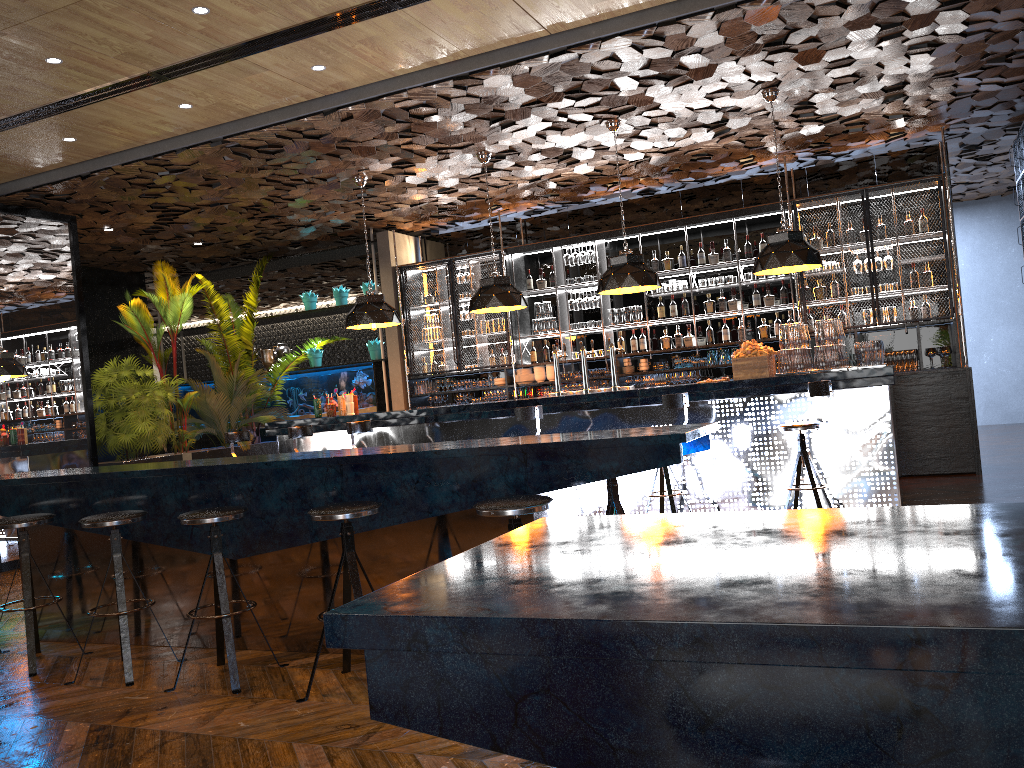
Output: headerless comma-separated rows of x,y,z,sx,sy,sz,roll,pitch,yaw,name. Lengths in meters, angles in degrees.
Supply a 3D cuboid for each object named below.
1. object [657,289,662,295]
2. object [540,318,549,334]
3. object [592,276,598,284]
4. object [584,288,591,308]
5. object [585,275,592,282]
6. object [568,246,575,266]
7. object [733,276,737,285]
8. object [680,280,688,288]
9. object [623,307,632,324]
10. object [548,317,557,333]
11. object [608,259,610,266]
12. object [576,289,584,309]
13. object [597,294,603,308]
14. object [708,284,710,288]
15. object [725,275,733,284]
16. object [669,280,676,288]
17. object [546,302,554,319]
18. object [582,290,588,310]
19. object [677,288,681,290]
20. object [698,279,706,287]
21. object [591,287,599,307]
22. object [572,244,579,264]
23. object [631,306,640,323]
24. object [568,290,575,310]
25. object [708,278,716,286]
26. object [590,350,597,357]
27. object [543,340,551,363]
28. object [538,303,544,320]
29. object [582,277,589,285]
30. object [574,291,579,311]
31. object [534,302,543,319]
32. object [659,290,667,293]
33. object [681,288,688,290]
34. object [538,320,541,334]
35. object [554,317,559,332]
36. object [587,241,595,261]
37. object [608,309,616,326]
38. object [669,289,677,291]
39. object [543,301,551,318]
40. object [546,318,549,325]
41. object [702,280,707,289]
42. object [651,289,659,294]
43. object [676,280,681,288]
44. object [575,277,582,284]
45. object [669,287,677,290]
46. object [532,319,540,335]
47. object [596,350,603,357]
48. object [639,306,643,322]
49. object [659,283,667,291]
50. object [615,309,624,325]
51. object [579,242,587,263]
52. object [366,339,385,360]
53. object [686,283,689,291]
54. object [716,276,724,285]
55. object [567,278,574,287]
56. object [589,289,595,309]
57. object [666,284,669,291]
1.813,-1.143,10.860,0.089,0.092,0.089,-5,-1,-4,object
0.412,-0.738,11.381,0.105,0.209,0.105,-5,-1,-21,object
1.054,-1.313,11.205,0.089,0.092,0.089,-5,-1,-8,object
0.934,-1.069,11.046,0.092,0.244,0.092,-5,-1,-15,object
0.951,-1.305,11.049,0.089,0.092,0.089,-5,-1,-8,object
0.758,-1.625,11.288,0.092,0.244,0.092,-5,-1,-15,object
2.623,-1.223,10.494,0.089,0.092,0.089,-5,-1,-2,object
2.051,-1.188,10.575,0.089,0.092,0.089,-6,-1,15,object
1.422,-0.838,10.897,0.105,0.209,0.105,-5,-1,-21,object
0.511,-0.748,11.322,0.105,0.209,0.105,-5,-1,-21,object
1.228,-1.418,11.005,0.123,0.279,0.123,-6,-1,13,object
0.844,-1.060,11.086,0.092,0.244,0.092,-5,-1,-15,object
1.095,-1.083,11.154,0.092,0.244,0.092,-5,-1,-15,object
2.390,-1.200,10.608,0.089,0.092,0.089,-5,-1,-27,object
2.544,-1.217,10.376,0.089,0.092,0.089,-5,-1,-22,object
1.929,-1.204,10.661,0.089,0.092,0.089,-6,-1,20,object
0.478,-0.953,11.452,0.105,0.209,0.105,-5,-1,-21,object
0.911,-1.065,11.237,0.092,0.244,0.092,-5,-1,-15,object
2.010,-1.184,10.784,0.089,0.092,0.089,-5,-1,-40,object
2.251,-1.188,10.485,0.089,0.092,0.089,-5,-1,-4,object
1.028,-1.078,11.003,0.092,0.244,0.092,-5,-1,-15,object
0.790,-1.630,11.092,0.092,0.244,0.092,-5,-1,-15,object
1.510,-0.847,10.830,0.105,0.209,0.105,-5,-1,-21,object
0.744,-1.050,11.131,0.092,0.244,0.092,-5,-1,-15,object
2.355,-1.198,10.451,0.089,0.092,0.089,-5,-1,-13,object
1.025,-0.372,11.153,0.089,0.092,0.089,-6,-1,35,object
0.438,-0.419,11.361,0.086,0.297,0.086,-5,-1,-32,object
0.376,-0.943,11.511,0.105,0.209,0.105,-5,-1,-21,object
0.936,-1.301,11.245,0.089,0.092,0.089,-6,-1,35,object
0.811,-1.055,11.282,0.092,0.244,0.092,-5,-1,-15,object
0.336,-0.940,11.406,0.105,0.209,0.105,-5,-1,-21,object
1.814,-1.145,10.673,0.089,0.092,0.089,-5,-1,-4,object
2.053,-1.168,10.575,0.089,0.092,0.089,-5,-1,-40,object
0.341,-0.730,11.540,0.105,0.209,0.105,-5,-1,-21,object
0.545,-0.750,11.429,0.105,0.209,0.105,-5,-1,-21,object
0.974,-1.649,11.009,0.092,0.244,0.092,-5,-1,-15,object
1.237,-0.820,10.950,0.105,0.209,0.105,-5,-1,-21,object
1.934,-1.156,10.661,0.089,0.092,0.089,-6,-1,13,object
0.445,-0.951,11.367,0.105,0.209,0.105,-5,-1,-21,object
0.450,-0.740,11.483,0.105,0.209,0.105,-5,-1,-21,object
2.297,-1.191,10.644,0.089,0.092,0.089,-5,-1,-24,object
1.725,-1.136,10.720,0.089,0.092,0.089,-5,-1,-40,object
2.008,-1.210,10.784,0.089,0.092,0.089,-5,-1,-40,object
0.841,-1.293,11.154,0.089,0.092,0.089,-5,-1,-8,object
1.932,-1.178,10.661,0.089,0.092,0.089,-6,-1,13,object
0.304,-0.727,11.429,0.105,0.209,0.105,-5,-1,-21,object
1.095,-0.379,11.052,0.089,0.092,0.089,-6,-1,35,object
1.565,-0.851,10.924,0.105,0.209,0.105,-5,-1,-21,object
1.812,-1.165,10.674,0.089,0.092,0.089,-5,-1,-24,object
1.342,-0.829,11.029,0.105,0.209,0.105,-5,-1,-21,object
0.880,-1.639,11.052,0.092,0.244,0.092,-5,-1,-15,object
-1.895,-0.481,12.341,0.265,0.325,0.245,-6,-1,18,object
2.088,-1.170,10.712,0.089,0.092,0.089,-6,-1,13,object
2.441,-1.207,10.386,0.089,0.092,0.089,-5,-1,-13,object
0.741,-1.283,11.224,0.089,0.092,0.089,-5,-1,-8,object
1.001,-1.074,11.196,0.092,0.244,0.092,-5,-1,-15,object
1.905,-1.172,10.804,0.089,0.092,0.089,-5,-1,-40,object
